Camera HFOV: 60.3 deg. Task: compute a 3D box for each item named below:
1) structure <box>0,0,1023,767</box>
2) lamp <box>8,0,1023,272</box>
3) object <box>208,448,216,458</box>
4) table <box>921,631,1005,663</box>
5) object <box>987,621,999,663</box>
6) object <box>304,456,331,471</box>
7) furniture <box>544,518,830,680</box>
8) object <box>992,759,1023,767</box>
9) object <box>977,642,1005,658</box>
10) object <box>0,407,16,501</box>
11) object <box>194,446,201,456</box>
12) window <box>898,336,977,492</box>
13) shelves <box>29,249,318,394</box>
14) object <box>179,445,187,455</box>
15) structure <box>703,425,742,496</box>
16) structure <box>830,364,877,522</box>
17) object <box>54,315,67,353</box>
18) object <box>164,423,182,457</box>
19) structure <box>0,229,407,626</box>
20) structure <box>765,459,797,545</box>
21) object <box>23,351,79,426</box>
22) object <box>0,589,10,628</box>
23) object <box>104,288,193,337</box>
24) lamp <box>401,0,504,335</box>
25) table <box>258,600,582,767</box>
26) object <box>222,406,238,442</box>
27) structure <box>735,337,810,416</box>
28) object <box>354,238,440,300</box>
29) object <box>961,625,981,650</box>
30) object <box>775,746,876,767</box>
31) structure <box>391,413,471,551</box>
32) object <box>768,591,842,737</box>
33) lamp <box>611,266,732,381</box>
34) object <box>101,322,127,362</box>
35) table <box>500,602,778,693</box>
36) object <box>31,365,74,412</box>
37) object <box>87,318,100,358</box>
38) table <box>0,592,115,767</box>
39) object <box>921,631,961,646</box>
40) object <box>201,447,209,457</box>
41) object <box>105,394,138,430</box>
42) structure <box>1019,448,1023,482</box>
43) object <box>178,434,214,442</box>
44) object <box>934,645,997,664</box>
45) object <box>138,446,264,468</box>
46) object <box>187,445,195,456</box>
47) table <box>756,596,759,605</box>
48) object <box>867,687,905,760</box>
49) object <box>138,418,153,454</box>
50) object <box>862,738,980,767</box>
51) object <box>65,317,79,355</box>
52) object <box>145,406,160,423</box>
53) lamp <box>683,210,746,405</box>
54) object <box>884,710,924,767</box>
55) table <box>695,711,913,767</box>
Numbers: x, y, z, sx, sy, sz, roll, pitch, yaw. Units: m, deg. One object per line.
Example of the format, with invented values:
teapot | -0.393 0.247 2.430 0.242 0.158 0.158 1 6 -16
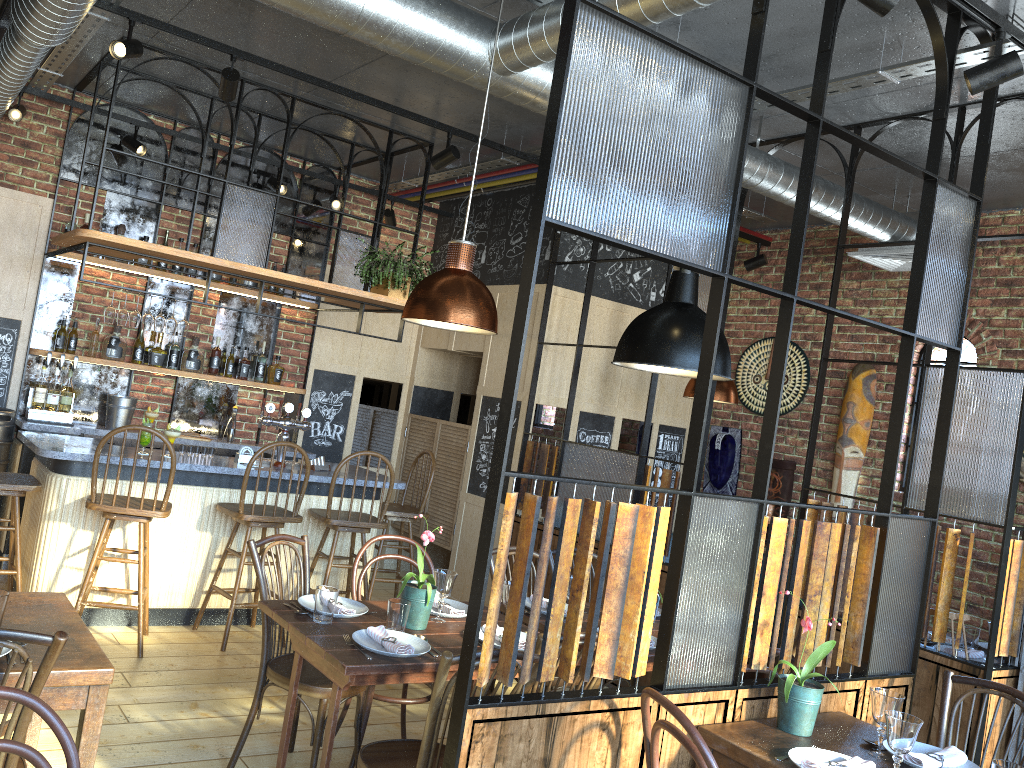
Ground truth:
structure | -0.894 -0.099 4.251 6.324 3.327 5.567 8 -2 38
lamp | -0.204 -1.400 4.116 6.902 0.274 6.549 10 -2 -35
object | -1.904 0.436 5.588 0.040 0.059 0.043 10 -2 -25
table | 2.318 1.737 4.479 0.717 0.727 0.784 10 -2 -35
object | 2.391 1.279 4.352 0.096 0.192 0.100 9 -2 -15
object | -1.287 0.526 5.861 0.095 0.091 0.170 8 -2 29
furniture | 1.155 1.548 6.302 1.424 0.822 1.509 10 -2 -35
object | 1.346 1.096 2.394 0.088 0.119 0.080 7 -3 44
object | 2.569 1.386 4.607 0.258 0.051 0.339 10 -2 -32
object | -3.581 0.666 5.846 0.399 1.035 0.399 9 -2 0
object | -1.982 0.422 5.546 0.044 0.059 0.040 7 -3 44
window | 3.046 0.107 1.437 3.551 2.430 8.254 8 -2 19
shelves | -2.585 -0.446 6.859 2.024 0.746 0.631 10 -2 -34
object | -2.048 0.410 5.479 0.044 0.059 0.040 7 -3 44
structure | 1.657 0.617 7.015 0.109 0.559 0.339 10 -2 -36
structure | 2.350 0.398 6.131 0.089 1.120 0.242 10 -3 -36
object | -3.165 -0.352 6.198 0.064 0.263 0.067 9 -2 -13
object | -2.040 0.333 5.275 0.105 0.197 0.107 9 -2 -7
structure | -2.089 0.335 6.006 2.234 2.174 1.820 10 -2 -35
structure | 1.941 0.881 6.548 0.153 0.655 0.272 10 -2 -36
object | -3.181 0.026 6.137 0.296 0.492 0.214 10 -2 -35
object | -1.471 0.646 2.483 0.084 0.119 0.085 9 -2 -4
object | -2.146 -0.419 5.207 0.475 0.208 0.069 10 -2 -34
lamp | -0.130 -0.872 3.320 0.383 1.335 0.353 8 -2 27
table | -0.390 1.270 3.281 0.984 0.728 0.761 10 -2 -35
object | -2.326 0.284 6.767 0.469 0.288 0.092 10 -2 -33
structure | 1.982 -0.057 6.766 0.075 0.619 0.693 11 -2 -38
object | -0.740 -0.741 5.882 0.634 0.369 0.476 8 -2 33
object | 2.363 1.316 4.548 0.084 0.119 0.085 9 -2 -4
object | 0.920 1.064 2.427 0.258 0.051 0.339 10 -2 -32
structure | -1.871 0.549 5.528 1.323 0.995 4.789 8 -2 28
object | 0.938 0.887 2.794 0.208 0.427 0.139 9 -2 -1
lamp | 0.813 -0.709 3.966 0.512 1.327 0.547 10 -2 -23
object | -2.872 -0.310 6.386 0.163 0.283 0.127 10 -2 -21
table | 0.491 1.427 3.888 0.984 0.728 0.761 10 -2 -35
object | -3.191 0.031 6.149 0.247 0.303 0.089 10 -2 -34
object | -2.987 -0.332 6.309 0.056 0.288 0.055 9 -2 3
table | -1.652 1.047 2.488 0.717 0.727 0.784 10 -2 -35
object | 2.212 1.330 4.667 0.311 0.051 0.281 10 -2 -32
object | -1.941 0.429 5.563 0.044 0.059 0.040 7 -3 44
object | -2.843 0.211 6.390 0.223 0.246 0.211 9 -2 15
structure | 3.113 0.274 5.137 0.121 0.727 0.616 10 -2 -37
object | -2.431 0.401 6.678 0.305 0.019 0.246 10 -2 -26
object | 2.238 1.326 4.319 0.258 0.051 0.339 10 -2 -32
object | -1.877 0.410 5.345 0.733 0.106 0.209 10 -2 -34
object | -2.009 0.417 5.506 0.044 0.059 0.040 7 -3 44
table | 1.116 1.646 5.968 0.710 0.603 0.778 10 -2 -35
object | 1.126 1.032 2.676 0.103 0.192 0.094 8 -2 30
object | -2.166 0.304 5.210 0.072 0.211 0.065 7 -3 38
object | 1.259 1.125 2.677 0.258 0.051 0.339 10 -2 -32
object | -3.105 -0.341 6.239 0.069 0.263 0.062 7 -3 42
object | -2.683 0.266 6.550 0.105 0.197 0.107 9 -2 -7
lamp | 1.466 -0.543 6.077 0.350 1.335 0.386 11 -3 -43
object | 1.072 1.018 2.442 0.100 0.192 0.096 9 -2 12
table | 1.030 1.480 2.559 0.717 0.727 0.784 10 -2 -35
